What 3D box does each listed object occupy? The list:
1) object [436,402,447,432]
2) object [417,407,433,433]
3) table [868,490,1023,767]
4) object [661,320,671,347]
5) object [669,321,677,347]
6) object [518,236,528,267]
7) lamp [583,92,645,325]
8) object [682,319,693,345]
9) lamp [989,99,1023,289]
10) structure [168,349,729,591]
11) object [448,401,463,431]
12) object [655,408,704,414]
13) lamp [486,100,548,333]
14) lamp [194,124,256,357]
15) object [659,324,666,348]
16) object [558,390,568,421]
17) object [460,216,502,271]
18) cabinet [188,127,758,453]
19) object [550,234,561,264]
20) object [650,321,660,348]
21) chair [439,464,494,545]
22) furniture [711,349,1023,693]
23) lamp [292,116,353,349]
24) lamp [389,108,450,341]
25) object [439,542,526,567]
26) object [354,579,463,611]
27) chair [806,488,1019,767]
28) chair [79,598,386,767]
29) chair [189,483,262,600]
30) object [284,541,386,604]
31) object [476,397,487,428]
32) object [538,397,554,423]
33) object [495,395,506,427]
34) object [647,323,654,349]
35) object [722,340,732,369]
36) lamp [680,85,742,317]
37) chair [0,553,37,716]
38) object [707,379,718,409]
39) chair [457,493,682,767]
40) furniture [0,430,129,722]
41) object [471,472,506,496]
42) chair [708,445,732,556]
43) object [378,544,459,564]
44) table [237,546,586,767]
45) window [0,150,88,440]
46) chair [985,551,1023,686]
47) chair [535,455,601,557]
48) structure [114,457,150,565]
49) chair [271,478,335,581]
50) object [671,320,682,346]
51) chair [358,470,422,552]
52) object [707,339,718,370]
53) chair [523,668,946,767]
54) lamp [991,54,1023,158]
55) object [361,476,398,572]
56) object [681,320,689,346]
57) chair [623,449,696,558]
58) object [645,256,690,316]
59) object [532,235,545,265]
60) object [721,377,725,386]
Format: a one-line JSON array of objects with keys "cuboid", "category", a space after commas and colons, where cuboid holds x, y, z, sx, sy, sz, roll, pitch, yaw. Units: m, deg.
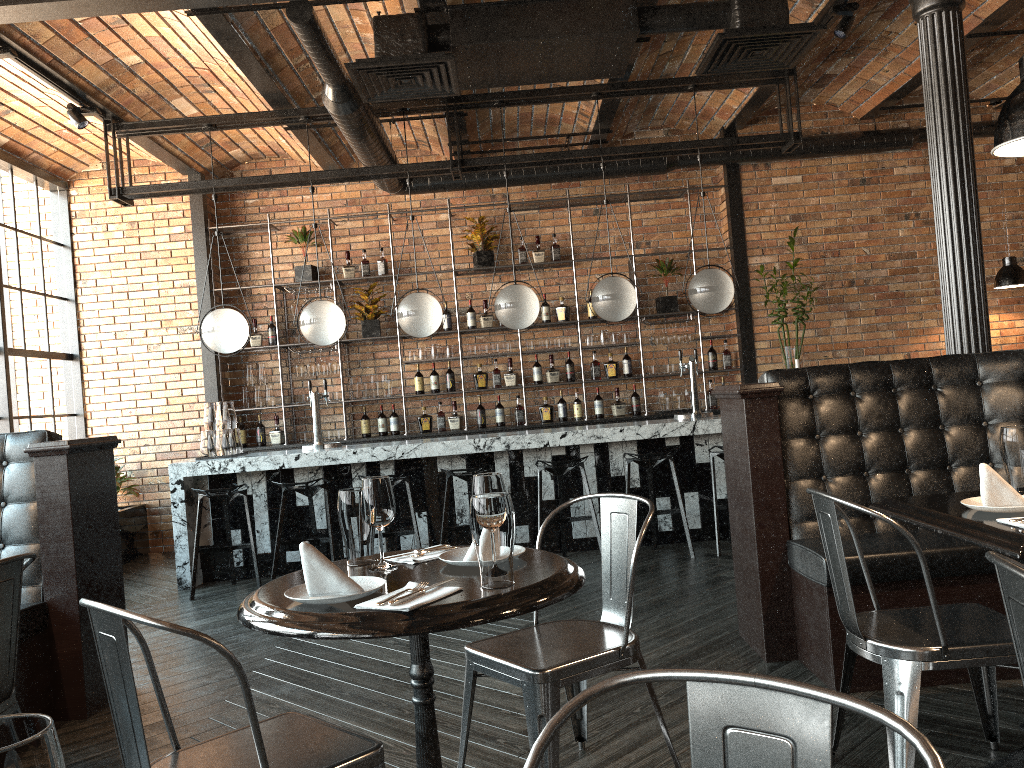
[{"cuboid": [-0.677, 0.309, 8.451, 0.083, 0.282, 0.083, -5, -1, 0], "category": "object"}, {"cuboid": [-0.829, 0.339, 8.450, 0.151, 0.248, 0.094, -5, -1, -11], "category": "object"}, {"cuboid": [1.636, 0.711, 2.489, 0.872, 0.758, 0.872, -5, -1, 0], "category": "table"}, {"cuboid": [1.453, -0.475, 8.374, 0.092, 0.244, 0.092, -5, -1, 39], "category": "object"}, {"cuboid": [1.552, -0.481, 8.539, 0.092, 0.244, 0.092, -5, -1, 39], "category": "object"}, {"cuboid": [0.099, -1.267, 8.472, 0.083, 0.282, 0.083, -5, -1, 0], "category": "object"}, {"cuboid": [0.712, -1.321, 6.681, 0.340, 1.754, 0.340, -4, -1, -44], "category": "lamp"}, {"cuboid": [1.655, -0.491, 8.374, 0.092, 0.244, 0.092, -5, -1, 39], "category": "object"}, {"cuboid": [4.337, -1.680, 7.824, 0.291, 1.653, 0.291, -4, -1, -25], "category": "lamp"}, {"cuboid": [0.234, 0.547, 7.272, 5.346, 1.430, 1.930, -5, -1, 0], "category": "structure"}, {"cuboid": [-0.538, 0.300, 8.438, 0.123, 0.279, 0.123, -5, -1, 13], "category": "object"}, {"cuboid": [1.571, 0.256, 8.402, 0.437, 0.019, 0.273, -5, -1, 0], "category": "object"}, {"cuboid": [-0.019, -1.261, 6.678, 0.340, 1.754, 0.340, -4, -1, -44], "category": "lamp"}, {"cuboid": [-2.210, -1.081, 6.672, 0.340, 1.754, 0.340, -4, -1, -44], "category": "lamp"}, {"cuboid": [1.453, -0.473, 8.539, 0.092, 0.244, 0.092, -5, -1, 39], "category": "object"}, {"cuboid": [0.480, 0.207, 8.468, 0.086, 0.298, 0.086, -4, -1, -41], "category": "object"}, {"cuboid": [-0.299, -1.356, 8.509, 0.425, 0.526, 0.430, -5, -1, 2], "category": "object"}, {"cuboid": [-1.220, -0.436, 8.420, 7.075, 3.779, 0.564, -5, -1, 0], "category": "cabinet"}, {"cuboid": [0.412, -1.293, 8.473, 0.083, 0.282, 0.083, -5, -1, -15], "category": "object"}, {"cuboid": [1.344, -0.466, 8.373, 0.092, 0.244, 0.092, -5, -1, 39], "category": "object"}, {"cuboid": [-0.274, 0.922, 6.157, 0.475, 0.737, 0.414, -5, -1, 10], "category": "chair"}, {"cuboid": [1.963, 0.444, 1.403, 1.979, 1.212, 5.451, -5, -1, 0], "category": "furniture"}, {"cuboid": [-1.479, -1.141, 6.674, 0.340, 1.754, 0.340, -4, -1, -44], "category": "lamp"}, {"cuboid": [-0.749, -1.201, 6.676, 0.340, 1.754, 0.340, -4, -1, -44], "category": "lamp"}, {"cuboid": [-0.083, 0.407, 2.368, 0.232, 0.139, 0.232, -4, -1, -30], "category": "object"}, {"cuboid": [-0.218, 0.468, 1.992, 0.157, 0.019, 0.255, -5, -1, 30], "category": "object"}, {"cuboid": [1.159, 0.700, 2.458, 0.558, 0.857, 0.504, -5, -1, 0], "category": "chair"}, {"cuboid": [-0.567, 0.835, 1.893, 0.504, 0.857, 0.558, -5, -1, 45], "category": "chair"}, {"cuboid": [-1.983, 1.062, 6.152, 0.475, 0.737, 0.414, -5, -1, -10], "category": "chair"}, {"cuboid": [-0.415, 0.430, 2.070, 0.232, 0.139, 0.232, -5, -1, 44], "category": "object"}, {"cuboid": [-0.296, 0.269, 8.427, 0.086, 0.297, 0.086, -5, -1, 34], "category": "object"}, {"cuboid": [0.328, 0.245, 8.453, 0.151, 0.248, 0.094, -5, -1, 9], "category": "object"}, {"cuboid": [-0.116, 0.255, 8.460, 0.086, 0.298, 0.086, -4, -1, -41], "category": "object"}, {"cuboid": [1.343, -0.464, 8.538, 0.092, 0.244, 0.092, -5, -1, 39], "category": "object"}, {"cuboid": [2.048, -0.279, 8.464, 0.083, 0.282, 0.083, -5, -1, 10], "category": "object"}, {"cuboid": [1.442, -1.381, 6.683, 0.340, 1.754, 0.340, -4, -1, -44], "category": "lamp"}, {"cuboid": [-1.630, 0.929, 2.463, 0.558, 0.857, 0.504, -5, -1, 5], "category": "chair"}, {"cuboid": [1.901, 0.097, 8.459, 0.083, 0.282, 0.083, -5, -1, -15], "category": "object"}, {"cuboid": [0.152, 0.784, 2.620, 0.558, 0.857, 0.504, -4, -1, -35], "category": "chair"}, {"cuboid": [-2.755, 0.831, 1.391, 1.979, 1.212, 5.451, -5, -1, 0], "category": "furniture"}, {"cuboid": [-0.051, 0.343, 2.178, 0.092, 0.244, 0.092, -5, -1, -1], "category": "object"}, {"cuboid": [1.564, 0.771, 6.163, 0.475, 0.737, 0.414, -5, -1, -5], "category": "chair"}, {"cuboid": [-0.257, 0.478, 2.496, 0.255, 0.019, 0.157, -4, -1, -40], "category": "object"}, {"cuboid": [-0.219, 0.861, 2.253, 0.866, 0.758, 0.866, -4, -1, -37], "category": "table"}, {"cuboid": [-4.074, -0.349, 0.168, 0.168, 3.253, 16.179, -5, -1, 0], "category": "window"}, {"cuboid": [1.102, 0.691, 1.377, 0.558, 0.857, 0.504, -5, -1, 10], "category": "chair"}, {"cuboid": [0.365, 0.870, 6.159, 0.475, 0.737, 0.414, -5, -1, -5], "category": "chair"}, {"cuboid": [-3.585, 1.027, 6.209, 0.757, 1.072, 4.107, -5, -1, -1], "category": "structure"}, {"cuboid": [-1.414, 1.016, 6.154, 0.475, 0.737, 0.414, -5, -1, 5], "category": "chair"}, {"cuboid": [1.552, -0.483, 8.374, 0.092, 0.244, 0.092, -5, -1, 39], "category": "object"}, {"cuboid": [-0.853, 0.970, 6.156, 0.475, 0.737, 0.414, -5, -1, -5], "category": "chair"}, {"cuboid": [1.911, -0.277, 8.467, 0.086, 0.299, 0.086, -4, -1, -41], "category": "object"}, {"cuboid": [0.136, 0.763, 0.781, 0.504, 0.857, 0.558, -5, -1, 40], "category": "chair"}, {"cuboid": [1.464, -1.509, 2.540, 0.291, 1.653, 0.291, -5, -1, 45], "category": "lamp"}, {"cuboid": [-0.353, 0.370, 2.361, 0.092, 0.244, 0.092, -5, -1, -1], "category": "object"}, {"cuboid": [1.655, -0.489, 8.539, 0.092, 0.244, 0.092, -5, -1, 39], "category": "object"}, {"cuboid": [0.982, 0.819, 6.161, 0.475, 0.737, 0.414, -5, -1, 5], "category": "chair"}, {"cuboid": [1.480, -0.944, 8.436, 0.374, 0.560, 0.398, -4, -1, -28], "category": "object"}, {"cuboid": [0.255, -1.277, 8.474, 0.123, 0.279, 0.123, -5, -1, 3], "category": "object"}, {"cuboid": [2.026, 0.080, 8.473, 0.086, 0.298, 0.086, -4, -1, -41], "category": "object"}]
